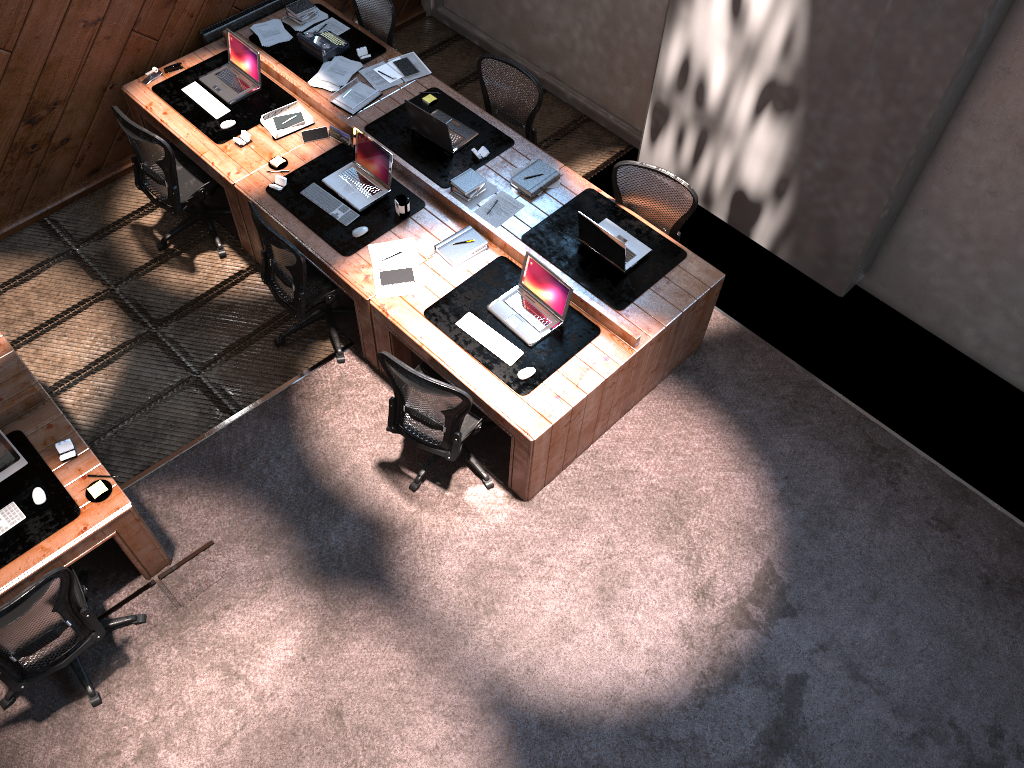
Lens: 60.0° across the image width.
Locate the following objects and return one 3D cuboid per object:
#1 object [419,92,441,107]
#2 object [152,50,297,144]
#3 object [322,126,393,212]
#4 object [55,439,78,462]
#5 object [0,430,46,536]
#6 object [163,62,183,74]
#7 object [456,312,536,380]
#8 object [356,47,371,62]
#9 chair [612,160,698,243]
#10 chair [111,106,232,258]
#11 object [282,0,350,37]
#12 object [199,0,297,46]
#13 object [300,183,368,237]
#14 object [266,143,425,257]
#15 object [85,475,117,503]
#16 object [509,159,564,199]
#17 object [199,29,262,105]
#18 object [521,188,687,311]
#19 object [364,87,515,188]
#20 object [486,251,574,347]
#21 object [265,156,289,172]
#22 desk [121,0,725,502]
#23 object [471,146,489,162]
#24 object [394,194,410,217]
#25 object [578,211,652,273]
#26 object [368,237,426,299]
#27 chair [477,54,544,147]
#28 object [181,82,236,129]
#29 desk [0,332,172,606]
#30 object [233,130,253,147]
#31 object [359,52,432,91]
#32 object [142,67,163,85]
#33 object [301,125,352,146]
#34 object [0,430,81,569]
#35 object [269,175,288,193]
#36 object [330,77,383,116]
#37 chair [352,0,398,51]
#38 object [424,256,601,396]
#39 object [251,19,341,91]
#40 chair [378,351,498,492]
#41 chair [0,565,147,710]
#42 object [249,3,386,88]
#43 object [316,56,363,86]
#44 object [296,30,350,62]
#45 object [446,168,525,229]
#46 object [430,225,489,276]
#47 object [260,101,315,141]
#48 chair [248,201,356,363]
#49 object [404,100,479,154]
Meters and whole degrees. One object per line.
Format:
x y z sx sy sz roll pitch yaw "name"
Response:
-0.593 -2.052 6.371 0.158 0.026 0.154 3 55 -1 "object"
-2.056 -2.065 6.336 0.848 0.008 0.687 40 63 22 "object"
-0.997 -1.384 5.702 0.380 0.288 0.320 40 63 22 "object"
-2.323 0.349 4.621 0.082 0.063 0.106 -23 59 -17 "object"
-2.764 0.451 4.233 0.610 0.573 0.714 39 62 22 "object"
-2.468 -2.304 6.461 0.134 0.042 0.022 -25 60 -18 "object"
-0.084 -0.226 5.127 0.139 0.040 0.577 -39 65 -25 "object"
-1.103 -2.456 6.603 0.082 0.063 0.106 -23 59 -17 "object"
0.817 -0.854 5.877 0.770 1.085 0.792 12 56 6 "chair"
-2.313 -1.532 6.212 0.770 1.085 0.792 21 57 12 "chair"
-1.520 -2.803 6.798 0.478 0.098 0.319 38 62 22 "object"
-1.963 -2.741 7.105 0.073 0.628 1.064 40 63 22 "object"
-1.130 -1.124 5.704 0.577 0.040 0.139 39 62 22 "object"
-1.089 -1.223 5.795 0.848 0.008 0.687 40 63 22 "object"
-2.111 0.530 4.526 0.158 0.026 0.154 3 55 -1 "object"
0.160 -1.405 5.938 0.363 0.065 0.325 -29 61 -21 "object"
-2.012 -2.253 6.293 0.390 0.283 0.323 40 63 22 "object"
0.583 -0.874 5.625 0.848 0.008 0.687 40 63 22 "object"
-0.506 -1.730 6.171 0.848 0.008 0.687 40 63 22 "object"
0.098 -0.497 5.169 0.323 0.283 0.390 -37 64 -24 "object"
-1.567 -1.479 5.939 0.158 0.026 0.154 -2 55 -4 "object"
-0.745 -1.219 6.212 4.117 0.840 1.748 40 63 22 "desk"
-0.214 -1.576 6.035 0.106 0.063 0.082 -27 61 -20 "object"
-0.704 -1.145 5.686 0.078 0.138 0.099 -27 61 -20 "object"
0.639 -0.938 5.463 0.380 0.288 0.320 40 63 22 "object"
-0.710 -0.724 5.456 0.304 0.017 0.467 -9 56 -9 "object"
-0.135 -1.738 6.448 0.770 1.085 0.792 21 57 12 "chair"
-2.121 -1.967 6.244 0.139 0.040 0.577 -36 64 -24 "object"
-4.031 1.387 4.269 4.117 0.840 1.748 -37 64 -24 "desk"
-1.838 -1.671 6.039 0.082 0.063 0.106 37 62 21 "object"
-0.863 -2.313 6.544 0.467 0.017 0.304 -26 60 -19 "object"
-2.602 -2.231 6.393 0.054 0.064 0.159 33 60 19 "object"
-1.266 -1.714 6.079 0.347 0.083 0.129 4 55 1 "object"
-2.694 0.675 4.414 0.848 0.008 0.687 -37 65 -24 "object"
-1.528 -1.308 5.792 0.082 0.063 0.106 24 58 13 "object"
-1.114 -2.066 6.346 0.229 0.060 0.316 33 60 19 "object"
-1.202 -2.530 6.950 0.770 1.085 0.792 30 59 17 "chair"
0.000 -0.367 5.249 0.848 0.008 0.687 40 63 22 "object"
-1.589 -2.461 6.617 1.058 0.002 0.356 38 62 22 "object"
-0.409 0.068 5.187 0.770 1.085 0.792 12 56 6 "chair"
-2.410 1.134 4.364 0.792 1.085 0.770 30 59 17 "chair"
-1.472 -2.573 6.712 0.848 0.008 0.687 40 63 22 "object"
-1.264 -2.301 6.514 0.246 0.002 0.315 22 57 12 "object"
-1.404 -2.561 6.620 0.322 0.116 0.290 38 62 21 "object"
-0.186 -1.236 5.786 0.478 0.098 0.319 38 62 22 "object"
-0.323 -0.832 5.521 0.363 0.065 0.325 -25 60 -18 "object"
-1.567 -1.833 6.166 0.316 0.060 0.229 -31 62 -21 "object"
-1.291 -0.776 5.733 0.770 1.085 0.792 30 59 17 "chair"
-0.475 -1.820 6.059 0.390 0.283 0.323 35 61 20 "object"
